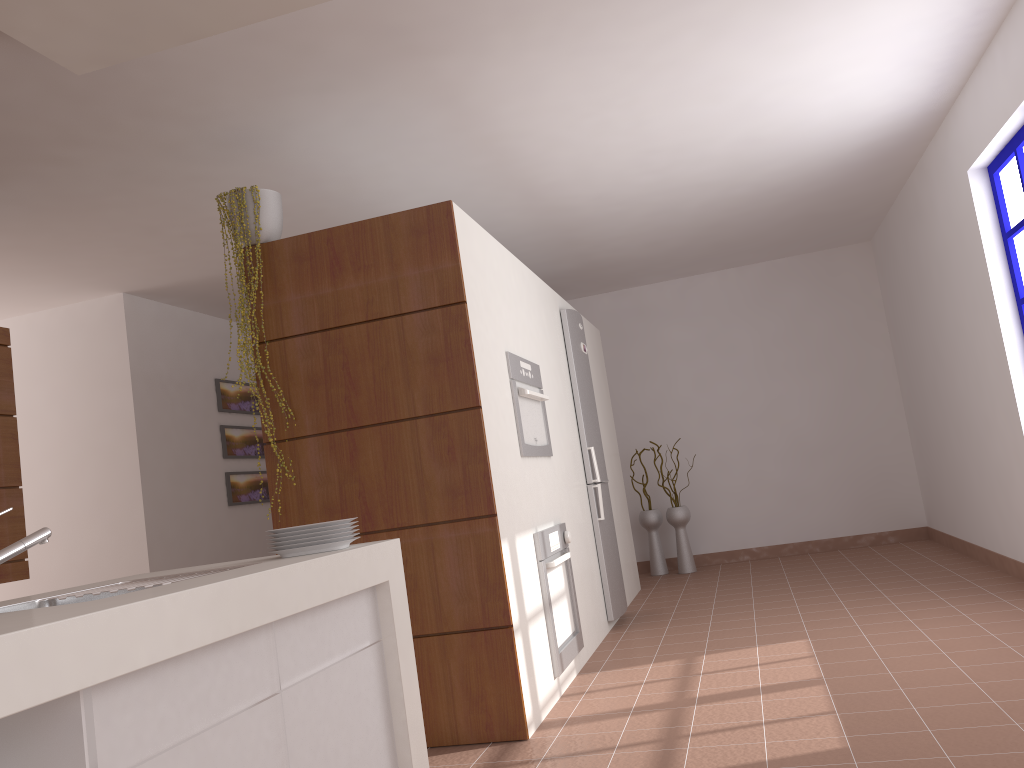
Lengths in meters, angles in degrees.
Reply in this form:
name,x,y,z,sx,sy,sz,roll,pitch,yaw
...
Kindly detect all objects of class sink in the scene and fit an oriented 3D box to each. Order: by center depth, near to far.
name,x,y,z,sx,sy,sz,roll,pitch,yaw
sink,-0.864,0.431,1.869,0.404,0.368,0.668,-10,-7,14

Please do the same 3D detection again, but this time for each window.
name,x,y,z,sx,sy,sz,roll,pitch,yaw
window,2.322,-0.467,3.597,0.035,1.430,1.699,-10,-7,14

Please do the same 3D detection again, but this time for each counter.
name,x,y,z,sx,sy,sz,roll,pitch,yaw
counter,-0.908,0.797,1.415,0.821,0.800,2.156,-10,-7,14

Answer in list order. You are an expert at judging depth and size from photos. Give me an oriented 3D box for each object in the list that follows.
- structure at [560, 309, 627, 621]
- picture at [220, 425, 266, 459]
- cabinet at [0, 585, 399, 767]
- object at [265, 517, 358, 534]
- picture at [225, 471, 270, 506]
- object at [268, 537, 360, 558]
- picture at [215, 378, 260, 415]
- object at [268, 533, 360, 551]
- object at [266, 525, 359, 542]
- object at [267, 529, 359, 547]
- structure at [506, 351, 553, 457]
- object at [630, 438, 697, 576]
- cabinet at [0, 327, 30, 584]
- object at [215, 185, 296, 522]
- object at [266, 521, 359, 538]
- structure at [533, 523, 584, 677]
name,x,y,z,sx,sy,sz,roll,pitch,yaw
structure,0.524,0.469,5.467,0.089,1.862,0.604,-10,-7,13
picture,-1.959,0.480,7.212,0.015,0.248,1.408,-10,-7,14
cabinet,-0.911,0.841,1.354,0.737,0.700,2.048,-10,-7,14
object,-0.510,0.370,2.275,0.228,0.020,0.228,-8,-7,-5
picture,-1.908,0.824,7.171,0.015,0.248,1.408,-10,-7,14
object,-0.502,0.420,2.269,0.228,0.020,0.228,-8,-7,-5
picture,-2.009,0.136,7.253,0.015,0.248,1.408,-10,-7,14
object,-0.504,0.410,2.271,0.228,0.020,0.228,-8,-7,-5
object,-0.507,0.390,2.273,0.228,0.020,0.228,-8,-7,-5
object,-0.505,0.400,2.272,0.228,0.020,0.228,-8,-7,-5
structure,0.108,0.104,4.068,0.056,0.454,0.614,-10,-7,14
object,1.330,1.009,7.354,0.655,1.112,0.284,-13,-8,33
cabinet,-3.288,0.201,2.026,0.754,1.200,4.718,-10,-7,14
object,-1.002,-0.120,3.559,0.297,1.344,0.279,-5,-7,-27
object,-0.508,0.380,2.274,0.228,0.020,0.228,-8,-7,-5
structure,0.226,0.939,3.973,0.058,0.592,0.596,-10,-7,14
